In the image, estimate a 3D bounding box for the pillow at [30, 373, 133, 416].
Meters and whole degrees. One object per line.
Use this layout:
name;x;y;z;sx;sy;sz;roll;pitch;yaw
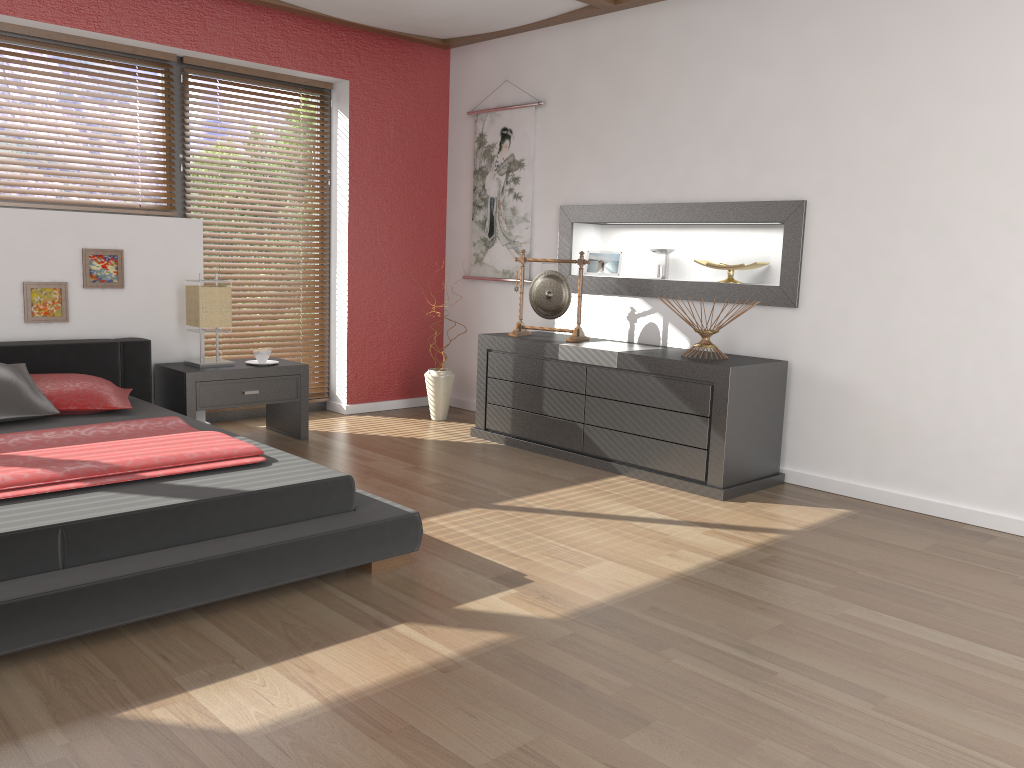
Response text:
pillow;-2.078;0.048;3.928;0.745;0.172;0.418;-2;9;-24

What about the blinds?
blinds;-2.947;-0.705;4.094;4.840;1.952;0.032;-6;11;-43

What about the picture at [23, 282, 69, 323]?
picture;-2.297;-0.403;4.373;0.200;0.200;0.010;-6;11;-43

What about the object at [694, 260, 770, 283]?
object;1.156;-0.591;4.685;0.350;0.116;0.181;8;10;36

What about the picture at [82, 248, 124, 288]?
picture;-2.090;-0.590;4.538;0.200;0.200;0.010;-6;11;-43

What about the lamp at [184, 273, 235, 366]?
lamp;-1.621;-0.351;4.744;0.200;0.480;0.200;-6;11;-43

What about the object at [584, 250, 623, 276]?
object;0.545;-0.721;5.295;0.226;0.146;0.041;6;9;26

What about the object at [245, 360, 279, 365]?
object;-1.377;-0.116;4.887;0.179;0.012;0.179;-1;9;-18

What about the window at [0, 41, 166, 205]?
window;-2.971;-1.287;4.064;2.817;0.786;0.020;-6;11;-43

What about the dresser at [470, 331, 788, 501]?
dresser;0.557;0.097;4.756;0.540;0.608;1.740;-6;11;-43

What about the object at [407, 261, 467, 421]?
object;-0.497;-0.279;5.611;0.364;1.035;0.422;5;9;21

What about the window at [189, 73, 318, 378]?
window;-1.576;-0.890;5.473;0.889;1.893;0.020;-6;11;-43

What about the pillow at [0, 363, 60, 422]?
pillow;-2.270;0.044;3.547;0.386;0.241;0.744;9;11;41

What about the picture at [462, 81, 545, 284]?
picture;-0.065;-1.295;5.698;0.028;1.270;0.701;-6;11;-43

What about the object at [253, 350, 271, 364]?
object;-1.375;-0.149;4.882;0.099;0.069;0.099;-1;9;-18

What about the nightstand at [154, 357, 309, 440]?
nightstand;-1.524;0.102;4.862;0.700;0.423;0.413;-6;11;-43

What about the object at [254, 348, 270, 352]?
object;-1.375;-0.187;4.883;0.007;0.007;0.192;4;8;11

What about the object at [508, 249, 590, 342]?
object;0.216;-0.508;5.020;0.490;0.498;0.173;7;10;31

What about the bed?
bed;-2.019;0.271;3.019;2.469;0.577;2.413;-6;11;-43

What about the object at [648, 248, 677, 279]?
object;0.847;-0.680;5.028;0.159;0.171;0.159;3;8;5

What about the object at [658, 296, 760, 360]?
object;0.941;-0.270;4.293;0.481;0.282;0.481;4;8;12

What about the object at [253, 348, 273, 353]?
object;-1.366;-0.184;4.862;0.007;0.007;0.192;4;8;16
